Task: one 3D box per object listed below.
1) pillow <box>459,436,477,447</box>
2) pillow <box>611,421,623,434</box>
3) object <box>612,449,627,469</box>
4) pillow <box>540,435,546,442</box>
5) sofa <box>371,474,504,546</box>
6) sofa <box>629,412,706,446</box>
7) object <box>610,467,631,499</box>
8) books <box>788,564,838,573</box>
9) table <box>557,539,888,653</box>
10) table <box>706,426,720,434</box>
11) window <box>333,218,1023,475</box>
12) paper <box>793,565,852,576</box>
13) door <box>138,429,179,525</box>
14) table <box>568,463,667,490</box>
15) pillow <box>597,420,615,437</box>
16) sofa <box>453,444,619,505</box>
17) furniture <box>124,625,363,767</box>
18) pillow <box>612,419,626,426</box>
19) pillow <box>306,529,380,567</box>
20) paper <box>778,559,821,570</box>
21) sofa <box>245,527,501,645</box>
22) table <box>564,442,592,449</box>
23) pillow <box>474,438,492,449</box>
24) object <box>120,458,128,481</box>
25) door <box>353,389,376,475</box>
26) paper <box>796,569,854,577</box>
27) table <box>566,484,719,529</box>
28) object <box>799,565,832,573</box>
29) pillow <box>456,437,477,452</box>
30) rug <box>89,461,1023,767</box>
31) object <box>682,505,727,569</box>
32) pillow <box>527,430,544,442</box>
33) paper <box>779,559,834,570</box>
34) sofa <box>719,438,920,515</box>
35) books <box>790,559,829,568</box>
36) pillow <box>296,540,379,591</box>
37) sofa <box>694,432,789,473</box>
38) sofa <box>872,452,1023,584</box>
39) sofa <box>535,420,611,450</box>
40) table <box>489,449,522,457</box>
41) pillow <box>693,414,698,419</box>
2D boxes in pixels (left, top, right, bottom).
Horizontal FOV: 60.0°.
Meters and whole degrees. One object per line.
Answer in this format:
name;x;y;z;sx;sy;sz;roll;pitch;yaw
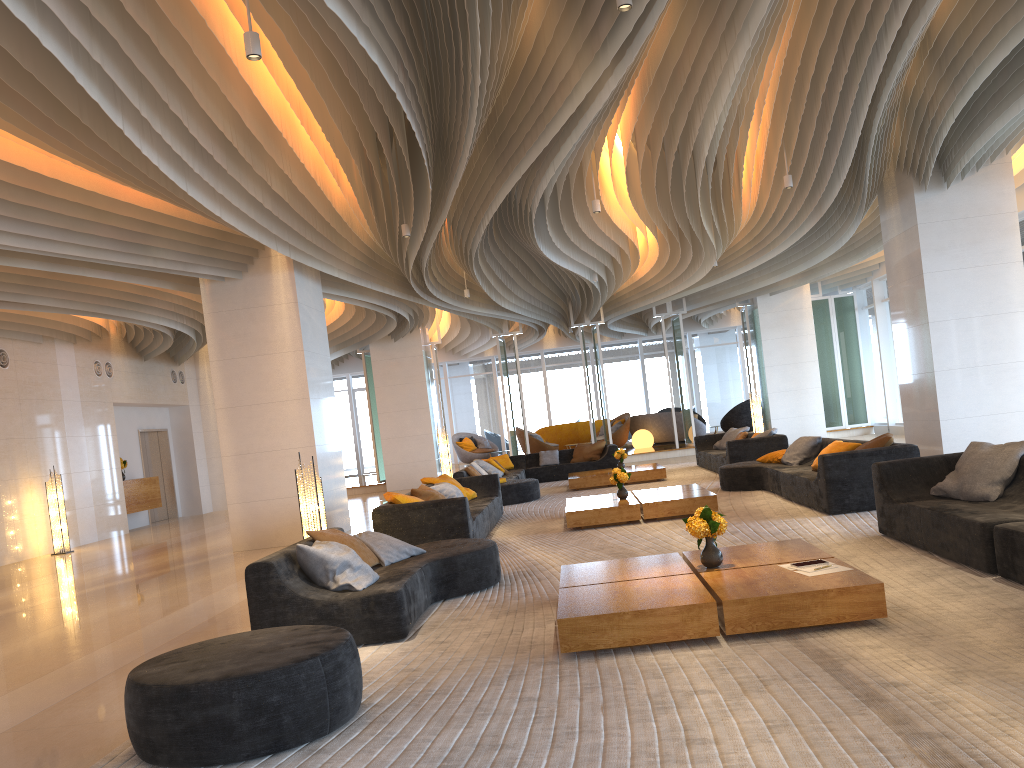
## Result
pillow;-1.280;1.778;26.426;0.367;0.422;0.614;-7;-2;36
pillow;2.817;1.229;24.210;0.462;0.409;0.505;-7;-1;5
object;1.895;1.297;15.445;0.233;0.377;0.269;-7;0;35
pillow;0.699;1.491;24.399;0.459;0.409;0.509;-7;-1;25
sofa;-0.731;1.477;10.219;0.940;0.582;3.784;-7;-3;4
sofa;4.201;1.219;24.382;1.125;0.901;2.529;-6;-2;-37
object;1.231;1.119;10.054;0.234;0.377;0.268;-7;0;25
books;1.653;1.006;4.877;0.182;0.011;0.210;-6;-3;-16
table;1.082;1.203;5.139;1.598;0.220;1.604;-7;-3;3
table;5.520;1.397;25.281;1.091;0.318;0.810;-6;-3;-25
window;5.578;-0.732;12.325;22.427;3.220;53.807;-5;-3;-31
paper;1.674;1.003;4.772;0.258;0.001;0.185;-6;-3;-11
door;-8.115;2.078;20.099;0.246;2.101;1.407;-7;0;4
table;1.782;1.604;15.307;1.598;0.220;1.604;-7;-3;3
pillow;2.659;1.251;24.871;0.478;0.454;0.613;-6;-2;-36
sofa;0.607;1.553;15.917;2.821;0.653;5.098;-7;-3;3
furniture;-1.161;1.340;3.902;0.977;0.364;0.990;-7;-2;12
pillow;2.957;1.185;24.610;0.375;0.422;0.601;-7;-2;-19
pillow;-1.170;1.186;6.317;0.396;0.392;0.607;-7;-2;6
paper;1.654;1.016;4.981;0.263;0.001;0.196;-7;-3;-6
sofa;-0.820;1.305;6.322;1.353;0.576;2.257;-7;-2;3
table;1.845;1.778;24.056;0.824;0.318;1.073;-6;-3;-15
pillow;-0.869;1.781;26.548;0.510;0.409;0.458;-6;-1;-30
object;-7.878;1.707;17.885;0.267;0.497;0.235;-7;0;-10
door;-4.296;1.496;28.868;1.457;2.772;0.060;-7;1;2
paper;1.674;1.003;4.772;0.261;0.001;0.189;-6;-3;-10
table;1.427;1.401;10.152;1.598;0.220;1.604;-7;-3;3
object;1.666;0.999;4.826;0.182;0.014;0.105;-6;-3;-16
pillow;-1.327;1.782;26.022;0.468;0.454;0.626;-7;-2;20
rug;1.464;1.526;10.477;5.504;0.022;16.250;-7;-3;3
object;1.151;0.899;5.244;0.265;0.377;0.236;-7;0;5
pillow;0.614;1.440;23.716;0.475;0.454;0.616;-7;-1;-15
paper;1.657;1.014;4.977;0.257;0.001;0.185;-7;-3;-5
sofa;3.358;0.993;10.315;1.350;0.582;4.149;-7;-3;2
books;1.662;1.004;4.957;0.182;0.011;0.111;-6;-3;-7
pillow;-1.108;1.141;5.674;0.457;0.345;0.564;-7;-2;1
sofa;3.865;1.167;15.226;0.940;0.582;3.784;-7;-3;4
sofa;3.121;0.763;4.878;1.332;0.582;4.204;-7;-3;10
sofa;1.838;1.576;25.969;2.571;0.901;1.106;-6;-1;-8
table;-0.096;2.090;25.737;1.075;0.318;0.822;-7;-2;9
pillow;5.326;1.034;26.402;0.504;0.409;0.464;-7;-1;0
